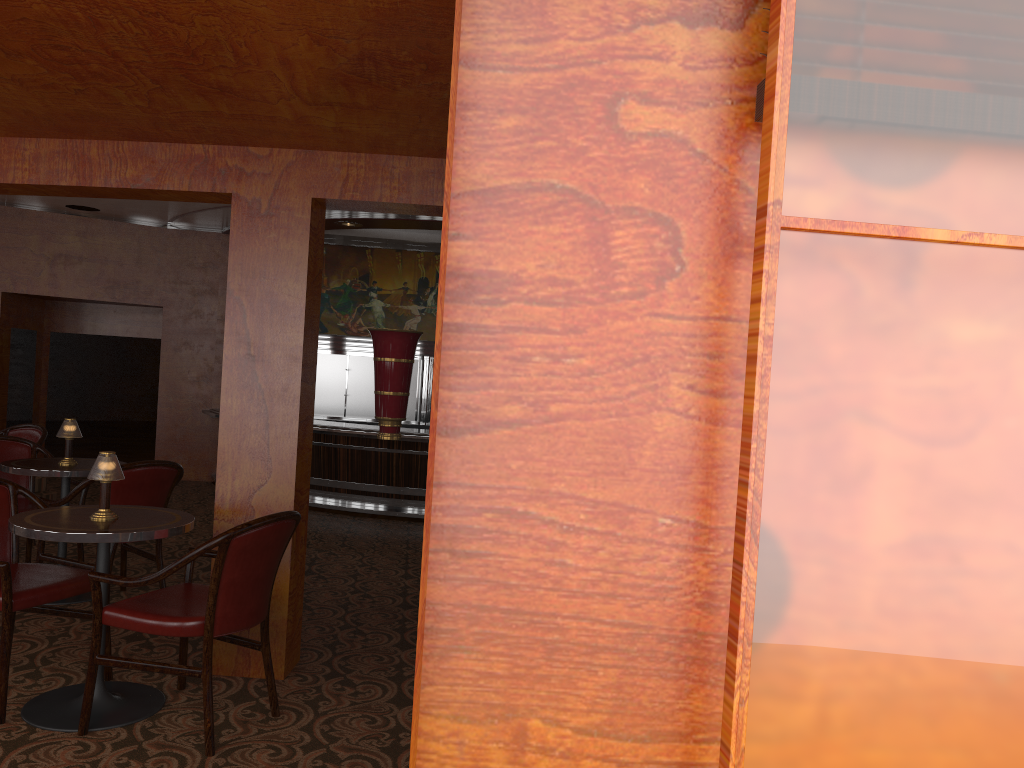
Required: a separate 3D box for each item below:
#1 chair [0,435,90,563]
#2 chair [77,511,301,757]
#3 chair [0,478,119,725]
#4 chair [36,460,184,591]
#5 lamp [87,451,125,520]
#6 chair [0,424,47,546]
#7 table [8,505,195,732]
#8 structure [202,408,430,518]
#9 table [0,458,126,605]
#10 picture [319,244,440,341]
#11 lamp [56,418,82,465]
[{"bbox_3d":[-2.864,0.725,5.113,0.615,0.817,0.588,4,1,34],"label":"chair"},{"bbox_3d":[-1.127,0.846,3.259,0.615,0.817,0.588,4,1,19],"label":"chair"},{"bbox_3d":[-1.994,0.790,3.496,0.615,0.817,0.588,4,1,19],"label":"chair"},{"bbox_3d":[-2.088,0.777,4.659,0.615,0.817,0.588,4,1,34],"label":"chair"},{"bbox_3d":[-1.537,0.382,3.355,0.130,0.250,0.130,3,1,-40],"label":"lamp"},{"bbox_3d":[-3.510,0.680,5.968,0.587,0.817,0.615,4,1,29],"label":"chair"},{"bbox_3d":[-1.563,0.866,3.368,0.639,0.720,0.640,4,1,23],"label":"table"},{"bbox_3d":[-0.456,1.120,11.761,7.811,1.047,3.206,4,0,-6],"label":"structure"},{"bbox_3d":[-2.477,0.799,4.897,0.639,0.720,0.640,4,1,20],"label":"table"},{"bbox_3d":[-0.479,-1.257,13.321,6.255,1.323,0.001,4,1,-6],"label":"picture"},{"bbox_3d":[-2.442,0.316,4.890,0.130,0.250,0.130,4,1,16],"label":"lamp"}]
